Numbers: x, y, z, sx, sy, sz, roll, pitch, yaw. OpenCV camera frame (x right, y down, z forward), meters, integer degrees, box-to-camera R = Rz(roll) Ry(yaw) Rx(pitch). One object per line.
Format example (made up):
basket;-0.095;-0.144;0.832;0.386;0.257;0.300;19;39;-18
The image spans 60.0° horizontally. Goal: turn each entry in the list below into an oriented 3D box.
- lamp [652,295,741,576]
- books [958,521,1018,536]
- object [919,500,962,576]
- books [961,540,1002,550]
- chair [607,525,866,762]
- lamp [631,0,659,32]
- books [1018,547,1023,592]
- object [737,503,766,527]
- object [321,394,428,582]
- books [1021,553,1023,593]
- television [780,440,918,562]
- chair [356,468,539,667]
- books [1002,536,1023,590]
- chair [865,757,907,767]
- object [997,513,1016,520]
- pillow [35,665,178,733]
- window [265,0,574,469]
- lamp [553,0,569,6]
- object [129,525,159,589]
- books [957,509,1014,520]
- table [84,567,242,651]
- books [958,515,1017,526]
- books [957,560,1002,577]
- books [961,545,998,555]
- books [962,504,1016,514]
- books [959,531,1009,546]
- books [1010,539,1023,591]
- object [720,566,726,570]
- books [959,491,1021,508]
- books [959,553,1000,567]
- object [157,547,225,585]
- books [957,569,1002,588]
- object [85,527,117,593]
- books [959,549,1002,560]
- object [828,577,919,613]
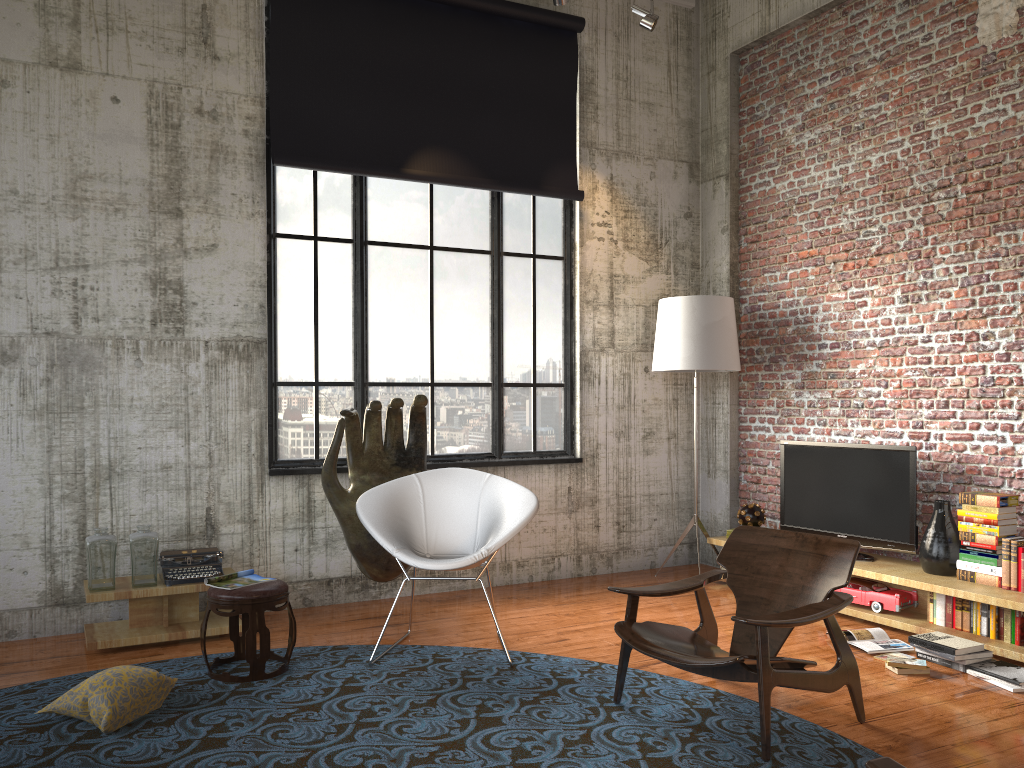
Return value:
lamp;1.464;0.453;7.047;0.694;2.244;0.706;0;1;-5
books;2.836;0.855;5.283;0.180;0.060;0.259;0;-1;-28
object;2.703;0.961;5.567;0.268;0.456;0.268;0;0;3
books;2.830;0.955;5.282;0.161;0.026;0.223;0;-1;-28
chair;1.046;1.127;4.103;1.043;0.793;0.875;0;0;-38
lamp;0.959;-2.602;6.277;0.226;0.215;0.102;0;1;14
books;2.945;1.051;5.052;0.160;0.251;0.026;0;1;-28
object;1.872;1.037;6.924;0.216;0.208;0.215;0;0;-38
object;-0.913;0.718;5.948;0.728;1.297;0.456;0;1;-16
books;2.948;1.064;5.025;0.161;0.223;0.026;0;1;-28
television;2.323;0.804;6.166;0.285;0.793;1.089;-1;0;-41
chair;-0.380;1.028;5.136;1.057;1.031;0.806;0;0;12
books;2.902;1.032;5.115;0.176;0.291;0.044;0;1;-28
chair;1.410;1.089;1.914;0.875;0.793;1.043;0;0;-27
object;2.828;0.774;5.281;0.178;0.031;0.248;0;-1;-28
pillow;-1.832;1.440;4.116;0.481;0.247;0.503;-1;-1;29
window;-0.608;-1.072;6.717;2.579;3.437;0.050;0;1;-28
lamp;0.319;-2.612;5.887;0.102;0.251;0.165;0;0;18
object;-2.189;1.022;5.273;0.163;0.361;0.163;0;1;-25
books;2.828;0.774;5.281;0.183;0.034;0.253;0;-1;-28
table;-2.129;1.381;5.430;0.875;0.359;0.475;0;0;-28
books;2.832;0.808;5.283;0.183;0.034;0.253;0;-1;-28
books;2.840;1.091;5.284;0.176;0.053;0.290;0;-1;-28
books;2.833;0.981;5.284;0.161;0.027;0.223;0;-1;-28
books;2.842;0.739;5.278;0.168;0.037;0.231;0;-1;-28
books;2.835;0.914;5.284;0.171;0.057;0.246;0;-1;-28
books;2.937;1.035;5.085;0.198;0.284;0.040;0;1;-28
object;1.764;1.423;6.921;0.183;0.133;0.273;0;-1;-19
books;2.846;0.687;5.284;0.198;0.066;0.259;0;-1;-28
books;2.837;1.042;5.293;0.174;0.045;0.240;0;-1;-28
object;-1.977;1.126;5.479;0.423;0.153;0.382;0;-1;-28
books;2.847;1.150;5.291;0.198;0.066;0.284;0;-1;-28
object;-2.394;1.021;5.166;0.163;0.361;0.163;-1;1;-29
books;2.832;1.007;5.284;0.160;0.026;0.250;0;-1;-28
object;2.334;1.380;5.837;0.244;0.174;0.600;0;-1;-36
